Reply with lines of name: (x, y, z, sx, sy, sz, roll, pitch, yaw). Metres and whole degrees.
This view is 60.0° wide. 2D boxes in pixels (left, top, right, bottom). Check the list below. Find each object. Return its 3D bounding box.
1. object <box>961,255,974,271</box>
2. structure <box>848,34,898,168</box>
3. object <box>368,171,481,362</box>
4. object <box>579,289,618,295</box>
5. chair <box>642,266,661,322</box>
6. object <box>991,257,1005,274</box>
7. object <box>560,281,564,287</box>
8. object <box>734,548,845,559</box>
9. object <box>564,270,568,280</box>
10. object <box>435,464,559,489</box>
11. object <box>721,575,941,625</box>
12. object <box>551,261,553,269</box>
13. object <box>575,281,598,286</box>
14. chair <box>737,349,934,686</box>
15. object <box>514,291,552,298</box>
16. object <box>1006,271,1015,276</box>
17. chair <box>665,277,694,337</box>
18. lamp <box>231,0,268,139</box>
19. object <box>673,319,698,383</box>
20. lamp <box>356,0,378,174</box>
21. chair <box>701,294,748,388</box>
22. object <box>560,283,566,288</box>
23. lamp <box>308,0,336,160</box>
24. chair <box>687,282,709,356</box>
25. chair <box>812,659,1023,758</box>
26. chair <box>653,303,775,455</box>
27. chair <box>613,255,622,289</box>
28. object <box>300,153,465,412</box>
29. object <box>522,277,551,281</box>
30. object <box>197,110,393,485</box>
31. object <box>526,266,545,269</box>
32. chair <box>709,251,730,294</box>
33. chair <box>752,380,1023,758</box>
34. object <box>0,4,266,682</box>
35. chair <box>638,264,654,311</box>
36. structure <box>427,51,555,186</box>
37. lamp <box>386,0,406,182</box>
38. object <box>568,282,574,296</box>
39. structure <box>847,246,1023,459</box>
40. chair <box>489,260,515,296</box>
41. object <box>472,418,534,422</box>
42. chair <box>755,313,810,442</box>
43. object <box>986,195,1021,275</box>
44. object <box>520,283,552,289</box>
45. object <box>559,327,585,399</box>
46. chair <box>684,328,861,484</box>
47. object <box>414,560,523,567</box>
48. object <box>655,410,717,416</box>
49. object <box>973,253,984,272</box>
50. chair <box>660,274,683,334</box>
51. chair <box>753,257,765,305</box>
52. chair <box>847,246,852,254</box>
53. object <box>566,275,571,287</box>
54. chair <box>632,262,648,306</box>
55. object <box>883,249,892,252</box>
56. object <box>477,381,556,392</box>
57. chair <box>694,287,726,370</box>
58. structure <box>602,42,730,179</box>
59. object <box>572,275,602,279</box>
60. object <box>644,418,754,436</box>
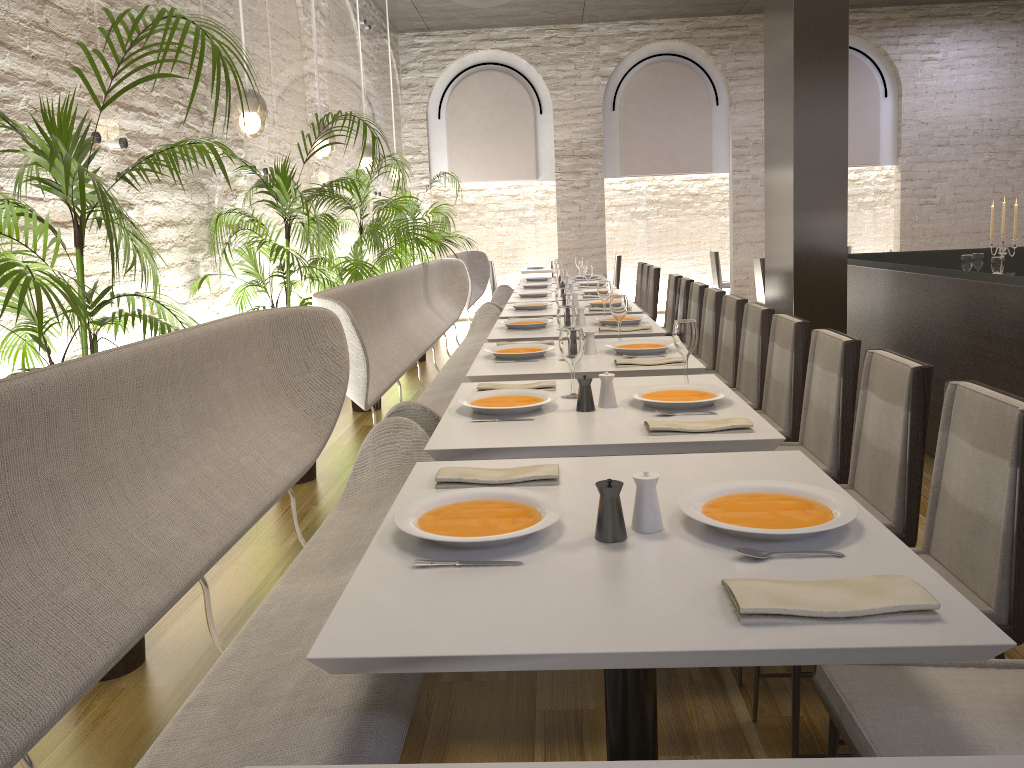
object: (3.388, -0.845, 6.599, 0.086, 0.229, 0.087, 4, 10, 38)
structure: (4.089, -3.604, 11.296, 1.633, 1.666, 0.098, -2, 8, 3)
object: (-0.985, -1.208, 9.170, 1.146, 1.964, 1.194, -5, 9, -16)
object: (0.715, -0.761, 7.345, 0.322, 0.036, 0.323, 6, 13, 39)
chair: (1.155, -0.671, 8.594, 0.565, 0.901, 0.414, -2, 8, 3)
object: (3.369, -0.766, 6.150, 0.086, 0.229, 0.087, 4, 10, 38)
object: (0.464, -0.970, 8.381, 0.059, 0.109, 0.060, 4, 10, 38)
object: (0.462, 0.281, 1.473, 0.181, 0.015, 0.038, -2, 10, 4)
object: (0.584, -1.179, 9.552, 0.059, 0.109, 0.060, 4, 10, 38)
object: (-0.030, 0.206, 2.019, 0.273, 0.033, 0.143, -2, 10, 3)
object: (0.458, 0.310, 1.298, 0.273, 0.033, 0.143, -2, 10, 3)
object: (0.566, -1.667, 12.356, 0.059, 0.109, 0.060, -2, 8, 5)
object: (0.761, -0.953, 8.437, 0.322, 0.036, 0.323, 6, 13, 39)
chair: (0.903, 0.375, 2.651, 0.565, 0.901, 0.414, -2, 8, 3)
object: (0.179, -0.743, 7.372, 0.322, 0.036, 0.323, 6, 13, 39)
object: (3.501, -0.728, 6.227, 0.069, 0.126, 0.069, 5, 11, 44)
chair: (1.072, -0.328, 6.647, 0.565, 0.901, 0.414, -2, 8, 3)
lamp: (-1.326, -2.213, 4.230, 0.178, 2.030, 0.178, 1, 8, 24)
object: (0.592, -0.102, 3.019, 0.087, 0.229, 0.086, 5, 11, 44)
lamp: (-1.207, -2.704, 7.021, 0.178, 2.030, 0.178, -5, 8, -18)
chair: (0.998, -0.023, 4.913, 0.565, 0.901, 0.414, -2, 8, 3)
object: (0.418, -0.778, 7.288, 0.059, 0.109, 0.060, 4, 10, 38)
lamp: (-1.267, -2.457, 5.619, 0.178, 2.030, 0.178, -4, 8, -12)
chair: (1.047, -0.226, 6.063, 0.565, 0.901, 0.414, -2, 8, 3)
chair: (0.854, 0.577, 1.502, 0.565, 0.901, 0.414, -2, 8, 3)
chair: (0.975, 0.075, 4.355, 0.565, 0.901, 0.414, -2, 8, 3)
chair: (1.263, -1.344, 12.434, 0.565, 0.901, 0.414, -2, 8, 3)
object: (-1.104, -0.779, 6.732, 1.190, 1.964, 1.149, 5, 11, 43)
object: (0.273, -1.133, 9.594, 0.322, 0.036, 0.323, 6, 13, 39)
object: (-1.187, -0.428, 4.740, 1.146, 1.964, 1.194, 3, 10, 33)
object: (0.326, -1.631, 12.440, 0.322, 0.036, 0.323, 5, 12, 37)
chair: (3.064, -1.407, 12.349, 0.565, 0.901, 0.414, -2, 8, 3)
chair: (0.879, 0.473, 2.090, 0.565, 0.901, 0.414, -2, 8, 3)
object: (-1.275, -0.060, 2.649, 1.146, 1.964, 1.194, 3, 10, 33)
chair: (1.178, -0.769, 9.150, 0.565, 0.901, 0.414, -2, 8, 3)
structure: (-0.283, -3.452, 11.503, 1.633, 1.666, 0.098, -2, 8, 3)
lamp: (-1.149, -2.946, 8.395, 0.178, 2.030, 0.178, -5, 8, -18)
object: (0.490, -0.788, 7.330, 0.059, 0.109, 0.060, 4, 10, 38)
structure: (3.337, 0.283, 2.297, 2.371, 0.995, 10.813, -2, 10, 3)
chair: (-0.046, -1.299, 12.496, 0.565, 0.901, 0.414, -2, 8, 3)
object: (-0.027, 0.104, 2.622, 0.185, 0.010, 0.017, -2, 9, 3)
chair: (0.951, 0.173, 3.800, 0.565, 0.901, 0.414, -2, 8, 3)
object: (3.503, -1.018, 6.322, 0.131, 0.653, 0.392, -1, 8, 13)
object: (0.225, -0.935, 8.465, 0.322, 0.036, 0.323, 6, 13, 39)
object: (0.200, -0.071, 2.934, 0.087, 0.229, 0.086, 5, 11, 44)
chair: (0.926, 0.276, 3.211, 0.565, 0.901, 0.414, -2, 8, 3)
object: (-0.074, 0.301, 1.500, 0.185, 0.010, 0.017, -2, 9, 3)
object: (0.509, 0.083, 2.595, 0.181, 0.015, 0.038, -2, 10, 4)
object: (3.563, -0.884, 6.777, 0.087, 0.229, 0.086, -6, 9, -27)
chair: (1.095, -0.425, 7.199, 0.565, 0.901, 0.414, -2, 8, 3)
chair: (2.951, -0.938, 9.684, 0.565, 0.901, 0.414, -2, 8, 3)
chair: (4.373, -1.452, 12.287, 0.565, 0.901, 0.414, -2, 8, 3)
object: (0.536, -0.980, 8.423, 0.059, 0.109, 0.060, 4, 10, 38)
chair: (1.202, -0.869, 9.721, 0.565, 0.901, 0.414, -2, 8, 3)
object: (3.518, -1.148, 8.304, 0.086, 0.229, 0.086, 3, 9, 32)
object: (0.018, 0.008, 3.141, 0.273, 0.033, 0.143, -2, 10, 3)
chair: (1.023, -0.127, 5.500, 0.565, 0.901, 0.414, -2, 8, 3)
structure: (1.973, -3.530, 11.396, 1.633, 1.666, 0.098, -2, 8, 3)
object: (0.809, -1.152, 9.567, 0.322, 0.036, 0.323, 6, 13, 39)
object: (0.505, 0.113, 2.420, 0.273, 0.033, 0.143, -2, 10, 3)
